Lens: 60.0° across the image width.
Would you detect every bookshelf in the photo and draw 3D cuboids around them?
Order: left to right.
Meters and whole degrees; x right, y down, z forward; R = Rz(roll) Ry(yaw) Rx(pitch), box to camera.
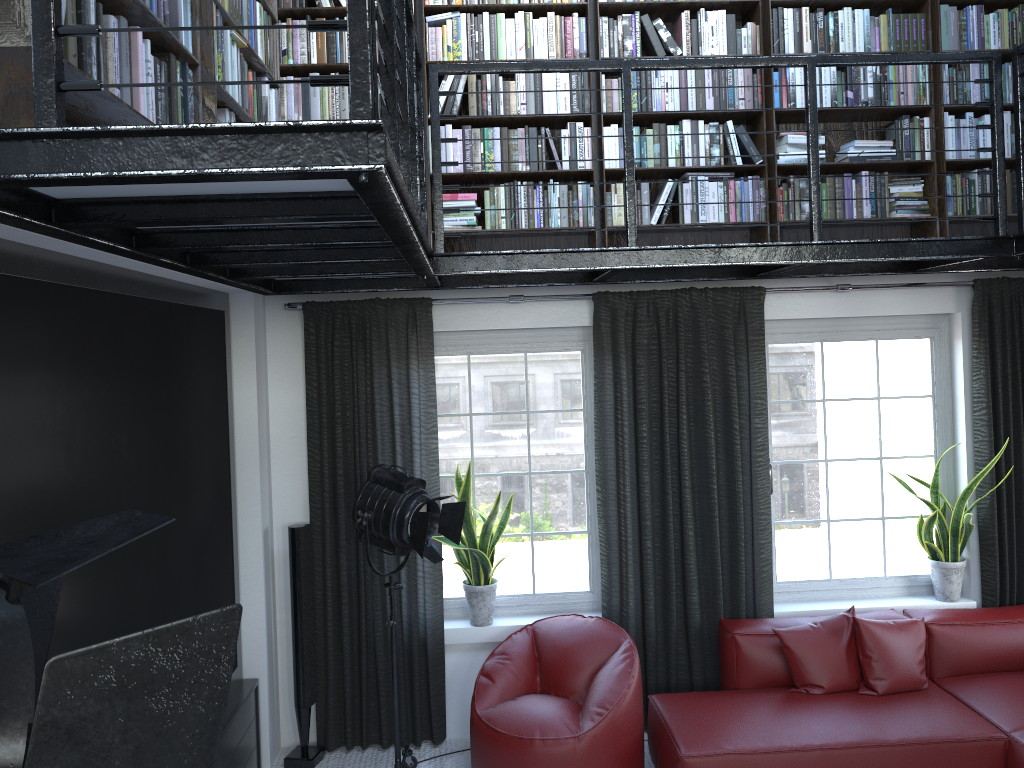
[{"bbox_3d":[0.954,-1.415,3.325,4.476,1.615,3.091,-2,2,-3],"label":"bookshelf"}]

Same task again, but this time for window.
[{"bbox_3d":[-0.058,0.496,4.941,1.167,1.604,0.133,-2,0,-3],"label":"window"},{"bbox_3d":[1.945,0.420,5.034,1.167,1.604,0.133,-2,0,-3],"label":"window"}]

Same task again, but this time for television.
[{"bbox_3d":[-1.285,0.814,2.792,0.116,2.425,3.355,-2,1,-3],"label":"television"}]

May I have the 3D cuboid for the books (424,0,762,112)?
[{"bbox_3d":[0.866,-1.824,4.701,2.637,0.827,0.213,-2,0,-3],"label":"books"}]

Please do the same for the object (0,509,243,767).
[{"bbox_3d":[-0.437,0.774,0.511,0.610,1.578,0.545,-2,0,41],"label":"object"}]

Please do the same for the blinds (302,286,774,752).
[{"bbox_3d":[0.169,0.697,4.738,2.508,2.385,0.125,-2,0,-3],"label":"blinds"}]

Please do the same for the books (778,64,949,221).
[{"bbox_3d":[0.887,-1.524,4.204,4.435,1.428,1.286,-2,1,-1],"label":"books"}]

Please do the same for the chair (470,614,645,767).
[{"bbox_3d":[0.213,1.567,4.251,0.831,0.711,0.830,-3,2,-41],"label":"chair"}]

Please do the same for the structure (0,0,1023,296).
[{"bbox_3d":[1.044,0.275,2.560,4.489,3.352,4.618,-2,1,-3],"label":"structure"}]

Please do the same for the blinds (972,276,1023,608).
[{"bbox_3d":[3.107,0.609,4.174,0.528,2.379,1.749,-2,1,-20],"label":"blinds"}]

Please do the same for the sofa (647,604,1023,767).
[{"bbox_3d":[1.981,1.582,3.197,2.542,0.655,3.282,-2,2,-3],"label":"sofa"}]

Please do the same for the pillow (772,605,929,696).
[{"bbox_3d":[2.350,1.297,4.141,1.956,0.401,0.984,0,3,40],"label":"pillow"}]

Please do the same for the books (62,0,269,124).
[{"bbox_3d":[0.976,-1.470,2.918,4.377,1.408,2.206,-2,2,-3],"label":"books"}]

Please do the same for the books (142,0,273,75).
[{"bbox_3d":[-1.113,-1.400,2.796,0.315,1.422,2.208,-2,2,-2],"label":"books"}]

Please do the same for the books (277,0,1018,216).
[{"bbox_3d":[0.881,-1.527,4.688,4.442,1.396,0.242,-2,0,-2],"label":"books"}]

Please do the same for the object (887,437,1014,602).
[{"bbox_3d":[2.369,0.741,4.773,0.553,0.939,0.526,-2,0,-14],"label":"object"}]

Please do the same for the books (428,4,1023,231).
[{"bbox_3d":[1.259,-1.403,4.722,3.392,1.122,0.240,-2,0,-3],"label":"books"}]

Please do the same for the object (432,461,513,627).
[{"bbox_3d":[-0.294,0.841,4.674,0.553,0.939,0.526,-2,0,8],"label":"object"}]

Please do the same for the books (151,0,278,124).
[{"bbox_3d":[0.956,-1.348,3.219,4.336,1.139,1.599,-2,1,-3],"label":"books"}]

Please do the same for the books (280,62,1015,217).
[{"bbox_3d":[0.882,-1.539,4.692,4.436,1.411,0.227,-2,0,-3],"label":"books"}]

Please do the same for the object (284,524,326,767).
[{"bbox_3d":[-1.091,1.343,4.579,0.157,1.220,0.157,-2,0,13],"label":"object"}]

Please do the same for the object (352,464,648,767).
[{"bbox_3d":[0.499,1.110,4.507,2.907,1.578,0.753,-3,0,-19],"label":"object"}]

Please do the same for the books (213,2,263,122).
[{"bbox_3d":[0.968,-1.490,3.457,4.384,1.404,1.170,-2,1,-3],"label":"books"}]
